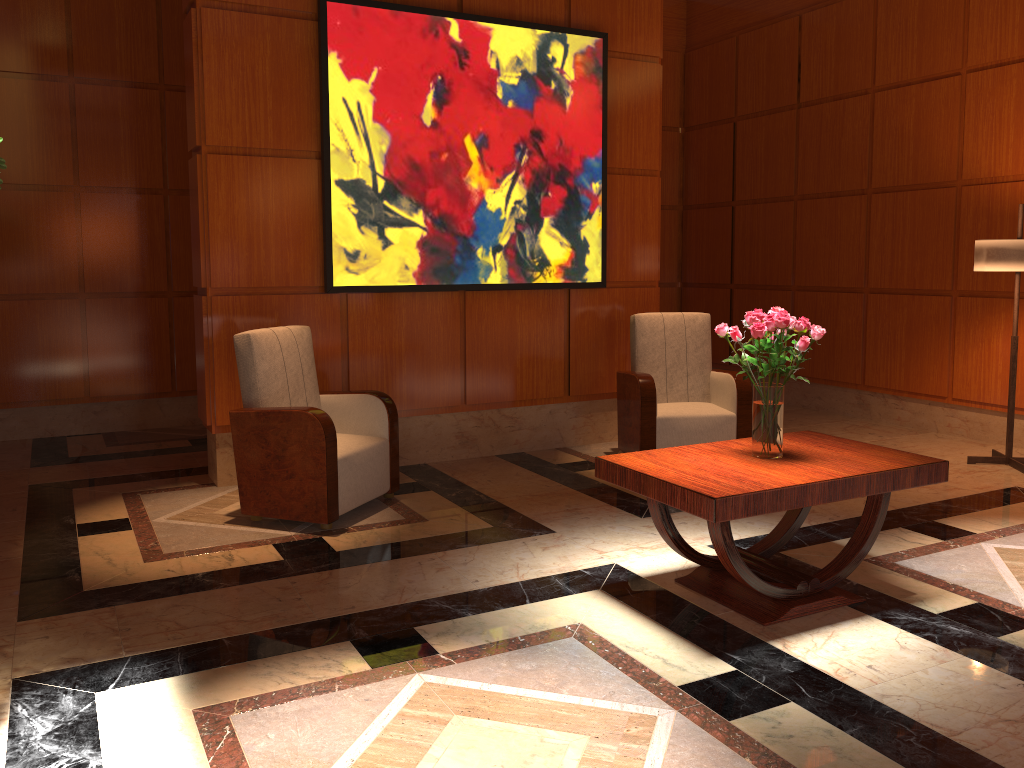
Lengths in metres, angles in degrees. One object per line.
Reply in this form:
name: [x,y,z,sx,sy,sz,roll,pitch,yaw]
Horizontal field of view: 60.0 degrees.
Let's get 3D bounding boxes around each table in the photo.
table: [1.015,0.558,3.514,1.169,0.532,0.727,-4,8,-27]

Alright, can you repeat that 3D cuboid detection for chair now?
chair: [1.113,0.021,5.827,0.738,0.957,0.631,-1,6,-9]
chair: [-1.043,0.183,4.704,0.629,0.957,0.740,2,7,21]

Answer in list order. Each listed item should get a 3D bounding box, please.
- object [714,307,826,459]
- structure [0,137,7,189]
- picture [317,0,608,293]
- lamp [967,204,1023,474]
object: [1.012,-0.008,3.493,0.350,0.593,0.328,-1,6,-7]
structure: [-1.753,-0.134,2.409,0.723,1.706,0.723,5,8,40]
picture: [-0.238,-1.474,5.700,1.998,1.730,0.057,-4,7,-27]
lamp: [3.119,-0.294,5.562,0.527,1.654,0.360,-5,7,-37]
